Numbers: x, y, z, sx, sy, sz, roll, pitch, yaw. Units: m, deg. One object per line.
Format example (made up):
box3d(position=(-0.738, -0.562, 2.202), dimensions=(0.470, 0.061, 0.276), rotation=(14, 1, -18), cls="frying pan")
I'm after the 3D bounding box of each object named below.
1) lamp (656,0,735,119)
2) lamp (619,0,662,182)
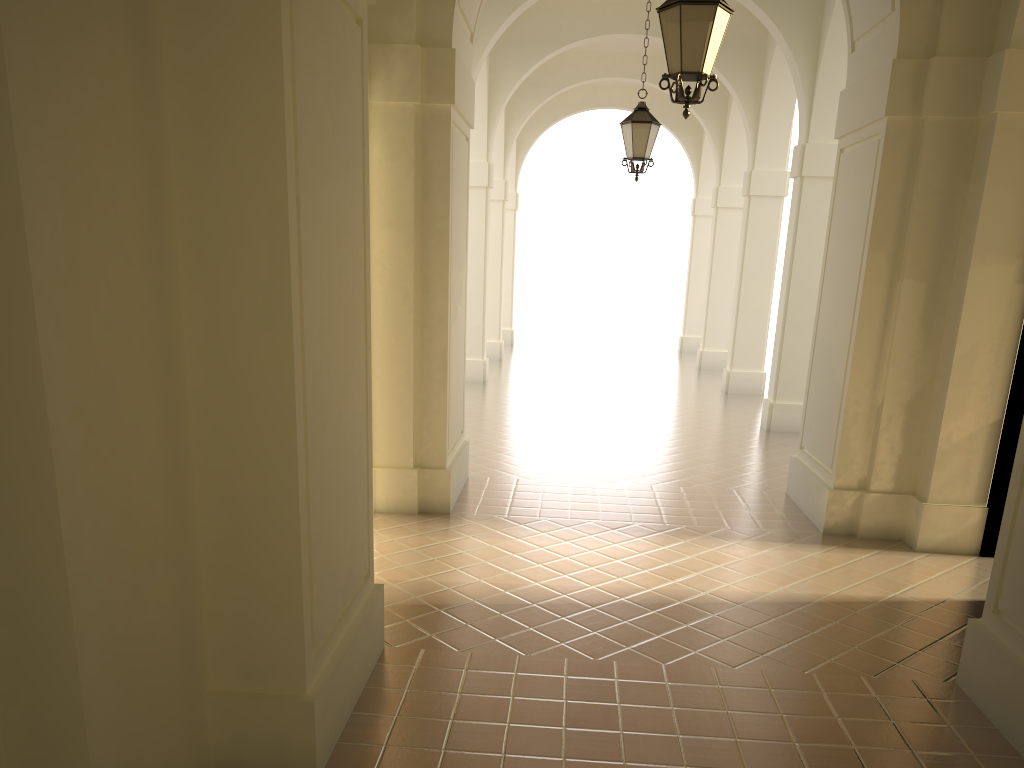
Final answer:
box3d(position=(1.223, -3.429, 5.390), dimensions=(0.439, 3.454, 0.492), rotation=(-6, 18, -25), cls="lamp")
box3d(position=(1.577, -4.121, 10.211), dimensions=(0.510, 3.454, 0.424), rotation=(3, 16, 3), cls="lamp")
